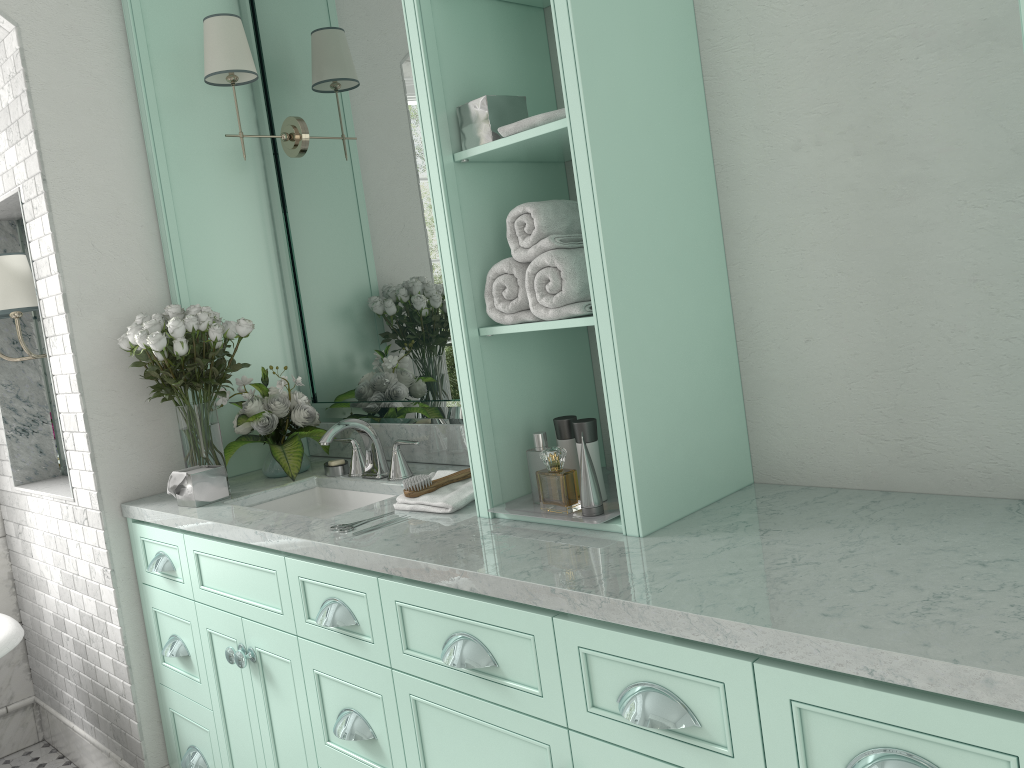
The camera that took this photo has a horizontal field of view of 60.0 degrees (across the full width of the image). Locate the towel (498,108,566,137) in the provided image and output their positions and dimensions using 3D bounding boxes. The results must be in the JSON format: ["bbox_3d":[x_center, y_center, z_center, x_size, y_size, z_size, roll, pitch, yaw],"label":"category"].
[{"bbox_3d":[0.155,-0.593,1.991,0.239,0.055,0.318,-3,8,42],"label":"towel"}]

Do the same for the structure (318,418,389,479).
[{"bbox_3d":[-0.488,0.208,2.786,0.103,0.204,0.236,-5,6,35],"label":"structure"}]

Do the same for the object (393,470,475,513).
[{"bbox_3d":[-0.189,0.290,2.390,0.316,0.055,0.240,-3,8,42],"label":"object"}]

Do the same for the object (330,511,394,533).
[{"bbox_3d":[-0.387,0.350,2.265,0.075,0.007,0.176,-4,8,37],"label":"object"}]

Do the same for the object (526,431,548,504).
[{"bbox_3d":[0.077,0.199,2.102,0.035,0.169,0.093,-12,6,-44],"label":"object"}]

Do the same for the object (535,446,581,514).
[{"bbox_3d":[0.102,0.215,2.019,0.063,0.147,0.092,-11,5,-39],"label":"object"}]

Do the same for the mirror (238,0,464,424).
[{"bbox_3d":[-0.441,-0.821,2.891,0.015,1.928,1.434,-12,6,-44],"label":"mirror"}]

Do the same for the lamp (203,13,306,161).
[{"bbox_3d":[-0.927,-1.033,3.129,0.183,0.486,0.310,-4,6,45],"label":"lamp"}]

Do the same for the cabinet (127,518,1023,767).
[{"bbox_3d":[0.006,0.888,2.321,0.867,1.095,2.794,-13,7,-44],"label":"cabinet"}]

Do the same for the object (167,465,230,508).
[{"bbox_3d":[-1.013,0.325,2.834,0.136,0.112,0.147,-4,7,41],"label":"object"}]

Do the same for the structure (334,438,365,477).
[{"bbox_3d":[-0.543,0.241,2.950,0.157,0.121,0.083,-5,5,30],"label":"structure"}]

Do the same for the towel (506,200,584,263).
[{"bbox_3d":[0.131,-0.363,2.074,0.300,0.142,0.168,-14,7,-44],"label":"towel"}]

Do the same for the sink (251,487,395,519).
[{"bbox_3d":[-0.573,0.405,2.702,0.348,0.079,0.601,-14,8,-44],"label":"sink"}]

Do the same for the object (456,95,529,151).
[{"bbox_3d":[-0.042,-0.607,2.073,0.122,0.105,0.117,-12,6,-38],"label":"object"}]

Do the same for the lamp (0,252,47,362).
[{"bbox_3d":[-1.868,-0.279,3.356,0.310,0.382,0.547,-13,7,-44],"label":"lamp"}]

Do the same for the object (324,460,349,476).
[{"bbox_3d":[-0.597,0.285,3.016,0.080,0.035,0.133,-11,6,-26],"label":"object"}]

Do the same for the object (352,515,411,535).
[{"bbox_3d":[-0.323,0.348,2.190,0.168,0.005,0.020,-13,8,-40],"label":"object"}]

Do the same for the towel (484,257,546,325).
[{"bbox_3d":[0.084,-0.236,2.127,0.312,0.162,0.153,-13,7,-44],"label":"towel"}]

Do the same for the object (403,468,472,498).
[{"bbox_3d":[-0.192,0.259,2.410,0.229,0.044,0.068,-12,7,-35],"label":"object"}]

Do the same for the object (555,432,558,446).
[{"bbox_3d":[0.160,0.187,2.188,0.035,0.150,0.093,-11,5,-41],"label":"object"}]

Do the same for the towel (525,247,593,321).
[{"bbox_3d":[0.179,-0.238,2.027,0.306,0.159,0.160,-13,7,-44],"label":"towel"}]

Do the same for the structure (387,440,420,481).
[{"bbox_3d":[-0.326,0.231,2.758,0.157,0.121,0.083,-5,5,30],"label":"structure"}]

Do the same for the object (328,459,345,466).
[{"bbox_3d":[-0.593,0.266,2.997,0.052,0.022,0.077,-11,6,-23],"label":"object"}]

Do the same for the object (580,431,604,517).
[{"bbox_3d":[0.166,0.198,1.947,0.050,0.179,0.049,-12,5,-42],"label":"object"}]

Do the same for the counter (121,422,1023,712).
[{"bbox_3d":[-0.070,0.258,2.296,0.827,0.181,2.803,-14,8,-44],"label":"counter"}]

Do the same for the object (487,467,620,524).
[{"bbox_3d":[0.212,0.261,2.117,0.349,0.008,0.440,-2,9,46],"label":"object"}]

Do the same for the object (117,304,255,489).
[{"bbox_3d":[-1.070,0.051,2.993,0.393,0.652,0.356,-11,5,-33],"label":"object"}]

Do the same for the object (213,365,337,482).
[{"bbox_3d":[-0.824,0.126,3.135,0.396,0.401,0.452,-13,7,-42],"label":"object"}]

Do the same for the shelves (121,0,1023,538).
[{"bbox_3d":[-0.132,-0.761,2.305,0.467,2.118,2.805,-12,6,-44],"label":"shelves"}]

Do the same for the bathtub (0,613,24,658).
[{"bbox_3d":[-2.545,1.400,2.548,2.175,0.756,0.940,-14,8,-44],"label":"bathtub"}]
